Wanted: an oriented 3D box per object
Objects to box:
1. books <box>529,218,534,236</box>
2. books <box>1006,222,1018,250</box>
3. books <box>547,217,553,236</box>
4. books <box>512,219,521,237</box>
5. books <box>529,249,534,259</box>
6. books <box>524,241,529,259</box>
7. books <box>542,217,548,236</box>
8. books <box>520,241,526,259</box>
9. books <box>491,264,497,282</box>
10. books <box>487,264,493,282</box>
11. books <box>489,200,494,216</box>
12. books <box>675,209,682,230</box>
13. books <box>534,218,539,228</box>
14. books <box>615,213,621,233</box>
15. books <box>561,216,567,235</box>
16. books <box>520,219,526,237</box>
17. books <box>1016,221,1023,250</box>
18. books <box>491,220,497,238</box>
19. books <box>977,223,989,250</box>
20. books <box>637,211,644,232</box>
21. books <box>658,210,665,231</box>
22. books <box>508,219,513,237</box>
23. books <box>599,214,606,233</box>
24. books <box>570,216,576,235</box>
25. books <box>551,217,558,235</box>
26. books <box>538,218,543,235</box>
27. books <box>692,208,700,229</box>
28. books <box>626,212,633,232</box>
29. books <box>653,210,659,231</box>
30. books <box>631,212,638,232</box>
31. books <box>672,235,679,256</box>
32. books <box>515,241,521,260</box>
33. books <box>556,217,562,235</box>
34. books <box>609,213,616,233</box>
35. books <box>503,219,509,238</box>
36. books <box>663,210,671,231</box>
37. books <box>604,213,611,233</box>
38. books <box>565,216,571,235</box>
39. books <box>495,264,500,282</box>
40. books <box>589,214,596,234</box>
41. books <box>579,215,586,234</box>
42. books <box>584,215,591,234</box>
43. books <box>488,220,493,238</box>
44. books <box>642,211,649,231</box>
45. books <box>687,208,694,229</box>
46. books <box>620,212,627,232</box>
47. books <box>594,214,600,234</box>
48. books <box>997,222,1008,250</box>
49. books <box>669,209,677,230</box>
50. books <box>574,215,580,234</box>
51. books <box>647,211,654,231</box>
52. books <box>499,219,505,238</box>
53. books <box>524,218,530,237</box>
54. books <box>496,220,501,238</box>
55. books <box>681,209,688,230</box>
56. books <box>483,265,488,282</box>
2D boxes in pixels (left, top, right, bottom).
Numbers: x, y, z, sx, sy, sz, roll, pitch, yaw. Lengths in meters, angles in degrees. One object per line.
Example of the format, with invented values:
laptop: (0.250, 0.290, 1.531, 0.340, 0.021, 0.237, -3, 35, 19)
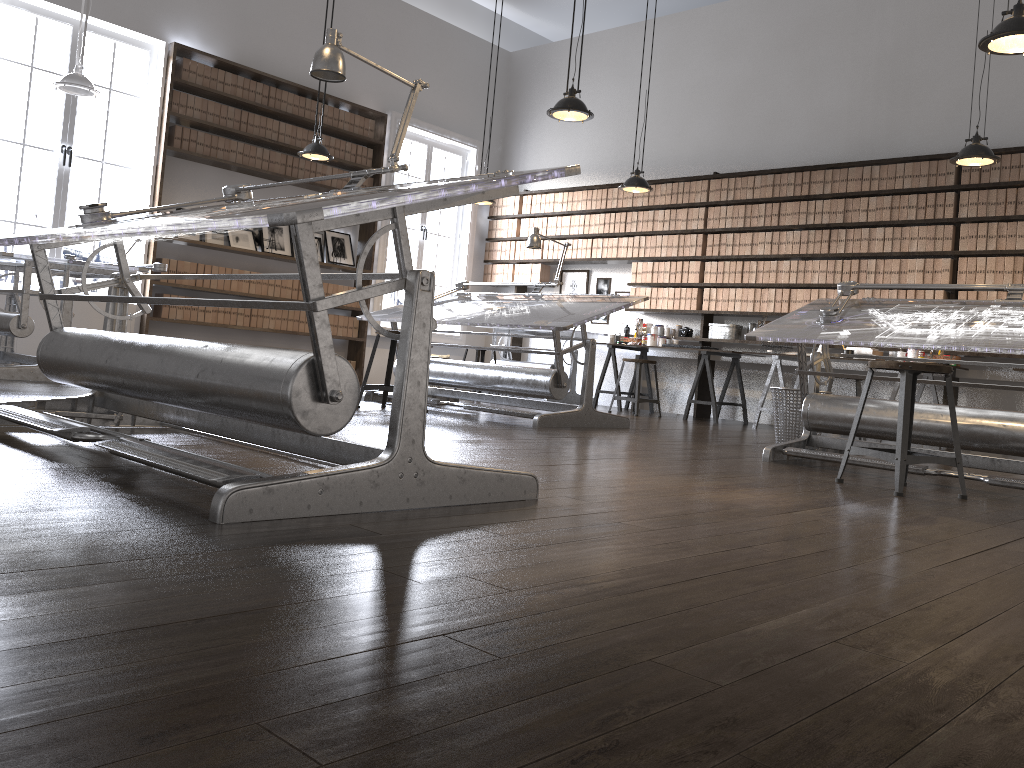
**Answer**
books: (0.288, -1.847, 10.542, 0.067, 0.226, 0.174, 4, -1, 43)
books: (4.004, -1.165, 7.055, 0.067, 0.226, 0.174, 4, -1, 43)
books: (0.495, -1.825, 10.357, 0.067, 0.226, 0.174, 4, -1, 43)
books: (0.088, -1.876, 10.737, 0.067, 0.226, 0.174, 4, -1, 43)
books: (0.287, -1.578, 10.519, 0.067, 0.226, 0.174, 4, -1, 43)
books: (0.238, -1.583, 10.568, 0.067, 0.226, 0.174, 4, -1, 43)
books: (0.437, -1.831, 10.404, 0.067, 0.226, 0.174, 4, -1, 43)
books: (0.184, -1.589, 10.613, 0.067, 0.226, 0.174, 4, -1, 43)
books: (-0.162, -1.349, 10.909, 0.067, 0.226, 0.174, 4, -1, 43)
books: (-0.220, -1.355, 10.955, 0.067, 0.226, 0.174, 4, -1, 43)
books: (-0.199, -2.186, 11.027, 0.067, 0.226, 0.174, 4, -1, 43)
books: (1.773, -1.683, 9.167, 0.067, 0.226, 0.174, 4, -1, 43)
books: (0.337, -1.842, 10.502, 0.067, 0.226, 0.174, 4, -1, 43)
books: (1.209, -1.745, 9.692, 0.067, 0.226, 0.174, 4, -1, 43)
books: (0.651, -1.807, 10.212, 0.067, 0.226, 0.174, 4, -1, 43)
books: (0.184, -1.859, 10.643, 0.067, 0.226, 0.174, 4, -1, 43)
books: (4.053, -1.159, 7.004, 0.067, 0.226, 0.174, 4, -1, 43)
books: (-0.164, -1.903, 10.965, 0.067, 0.226, 0.174, 4, -1, 43)
books: (3.845, -1.182, 7.195, 0.067, 0.226, 0.174, 4, -1, 43)
books: (1.421, -1.722, 9.494, 0.067, 0.226, 0.174, 4, -1, 43)
books: (1.615, -1.700, 9.309, 0.067, 0.226, 0.174, 4, -1, 43)
books: (0.036, -1.881, 10.785, 0.067, 0.226, 0.174, 4, -1, 43)
books: (1.050, -1.763, 9.832, 0.067, 0.226, 0.174, 4, -1, 43)
books: (0.748, -1.797, 10.120, 0.067, 0.226, 0.174, 4, -1, 43)
books: (0.544, -1.819, 10.305, 0.067, 0.226, 0.174, 4, -1, 43)
books: (0.386, -1.837, 10.459, 0.067, 0.226, 0.174, 4, -1, 43)
books: (1.916, -1.667, 9.029, 0.067, 0.226, 0.174, 4, -1, 43)
books: (1.318, -1.733, 9.591, 0.067, 0.226, 0.174, 4, -1, 43)
books: (1.570, -1.705, 9.353, 0.067, 0.226, 0.174, 4, -1, 43)
books: (1.366, -1.728, 9.539, 0.067, 0.226, 0.174, 4, -1, 43)
books: (1.736, -1.417, 9.162, 0.067, 0.226, 0.174, 4, -1, 43)
books: (0.129, -1.595, 10.660, 0.067, 0.226, 0.174, 4, -1, 43)
books: (0.599, -1.813, 10.260, 0.067, 0.226, 0.174, 4, -1, 43)
books: (1.152, -1.752, 9.742, 0.067, 0.226, 0.174, 4, -1, 43)
books: (-0.017, -1.887, 10.827, 0.067, 0.226, 0.174, 4, -1, 43)
books: (1.667, -1.695, 9.259, 0.067, 0.226, 0.174, 4, -1, 43)
books: (1.102, -1.757, 9.782, 0.067, 0.226, 0.174, 4, -1, 43)
books: (0.696, -1.802, 10.162, 0.067, 0.226, 0.174, 4, -1, 43)
books: (-0.116, -1.343, 10.863, 0.067, 0.226, 0.174, 4, -1, 43)
books: (0.951, -1.774, 9.934, 0.067, 0.226, 0.174, 4, -1, 43)
books: (0.844, -1.786, 10.025, 0.067, 0.226, 0.174, 4, -1, 43)
books: (0.898, -1.780, 9.980, 0.067, 0.226, 0.174, 4, -1, 43)
books: (-0.213, -1.909, 11.016, 0.067, 0.226, 0.174, 4, -1, 43)
books: (1.473, -1.716, 9.445, 0.067, 0.226, 0.174, 4, -1, 43)
books: (1.871, -1.672, 9.073, 0.067, 0.226, 0.174, 4, -1, 43)
books: (1.259, -1.740, 9.638, 0.067, 0.226, 0.174, 4, -1, 43)
books: (0.999, -1.769, 9.883, 0.067, 0.226, 0.174, 4, -1, 43)
books: (3.954, -1.170, 7.104, 0.067, 0.226, 0.174, 4, -1, 43)
books: (1.721, -1.689, 9.213, 0.067, 0.226, 0.174, 4, -1, 43)
books: (0.793, -1.792, 10.076, 0.067, 0.226, 0.174, 4, -1, 43)
books: (1.518, -1.711, 9.395, 0.067, 0.226, 0.174, 4, -1, 43)
books: (-0.063, -1.892, 10.876, 0.067, 0.226, 0.174, 4, -1, 43)
books: (0.235, -1.853, 10.591, 0.067, 0.226, 0.174, 4, -1, 43)
books: (-0.110, -1.897, 10.917, 0.067, 0.226, 0.174, 4, -1, 43)
books: (1.819, -1.678, 9.115, 0.067, 0.226, 0.174, 4, -1, 43)
books: (-0.271, -1.361, 11.011, 0.067, 0.226, 0.174, 4, -1, 43)
